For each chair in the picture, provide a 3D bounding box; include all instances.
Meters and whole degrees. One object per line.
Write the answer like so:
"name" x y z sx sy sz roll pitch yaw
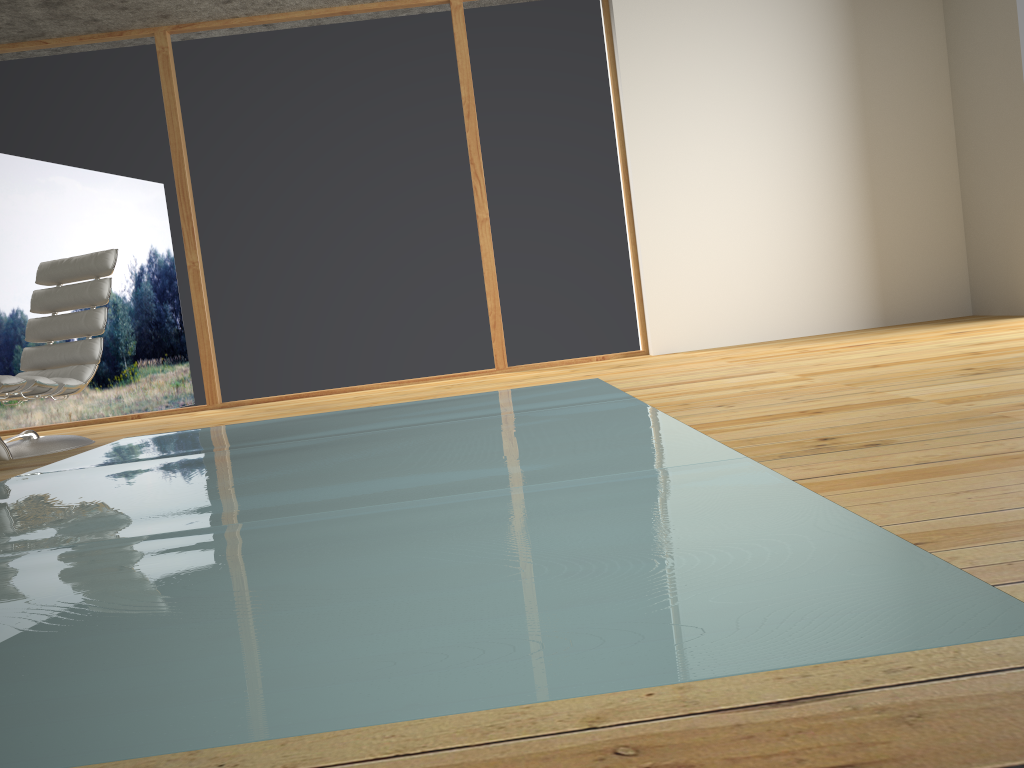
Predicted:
"chair" -2.396 -0.150 4.347 0.569 0.967 0.916 -6 4 23
